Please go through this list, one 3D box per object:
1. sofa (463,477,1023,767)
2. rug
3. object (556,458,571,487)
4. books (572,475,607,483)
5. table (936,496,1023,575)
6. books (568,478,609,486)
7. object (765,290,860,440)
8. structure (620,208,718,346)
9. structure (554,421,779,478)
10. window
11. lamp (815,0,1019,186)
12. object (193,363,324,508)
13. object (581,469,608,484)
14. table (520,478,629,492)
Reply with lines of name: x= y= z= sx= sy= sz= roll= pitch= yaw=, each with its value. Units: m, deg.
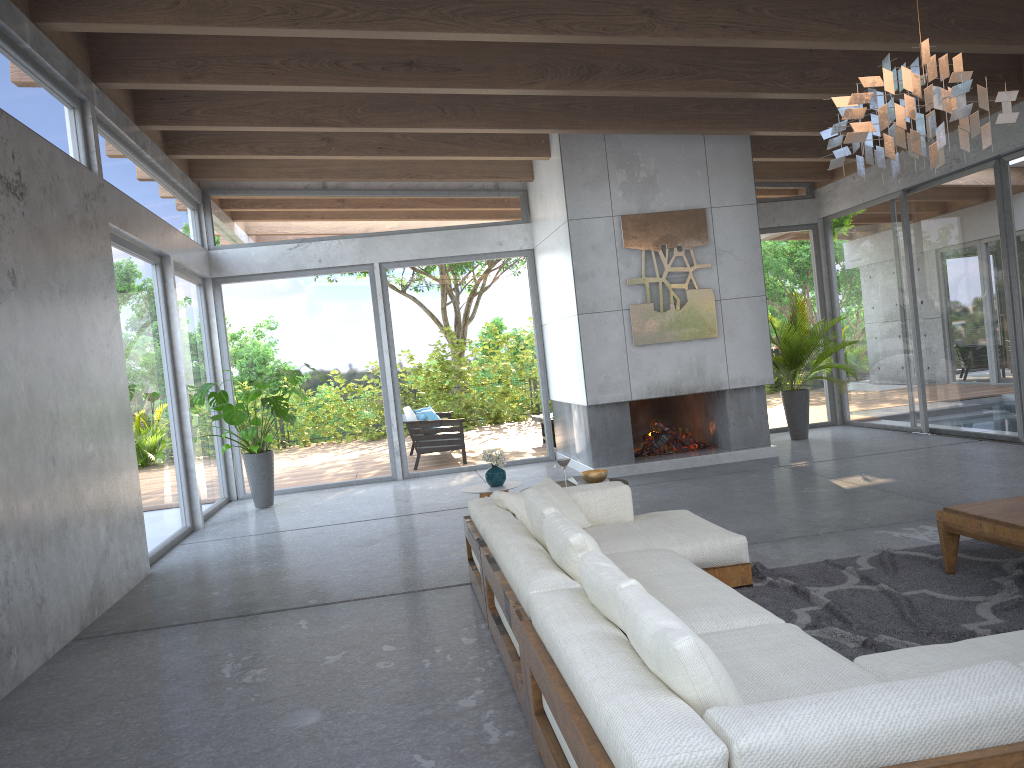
sofa: x=0.940 y=0.822 z=3.685 sx=1.965 sy=0.777 sz=3.733 roll=-6 pitch=2 yaw=-8
rug: x=2.215 y=0.953 z=4.016 sx=3.186 sy=0.056 sz=2.187 roll=-6 pitch=2 yaw=-7
object: x=0.340 y=0.589 z=5.689 sx=0.099 sy=0.212 sz=0.099 roll=-5 pitch=2 yaw=23
books: x=0.529 y=0.645 z=6.070 sx=0.205 sy=0.012 sz=0.290 roll=-6 pitch=2 yaw=-3
table: x=2.761 y=0.748 z=4.034 sx=1.048 sy=0.352 sz=1.112 roll=-6 pitch=2 yaw=-8
books: x=0.523 y=0.659 z=6.071 sx=0.220 sy=0.015 sz=0.303 roll=-6 pitch=2 yaw=-8
object: x=3.384 y=-0.241 z=10.690 sx=1.484 sy=1.819 sz=1.798 roll=-6 pitch=2 yaw=-1
structure: x=1.634 y=-1.111 z=9.201 sx=0.919 sy=1.351 sz=0.041 roll=-6 pitch=2 yaw=-8
structure: x=1.660 y=0.579 z=10.359 sx=2.012 sy=0.595 sz=2.203 roll=-6 pitch=2 yaw=-8
window: x=2.519 y=-0.920 z=3.690 sx=14.294 sy=3.764 sz=23.280 roll=-6 pitch=2 yaw=-8
lamp: x=1.554 y=-1.553 z=3.734 sx=0.862 sy=1.400 sz=0.636 roll=-5 pitch=2 yaw=39
object: x=-2.867 y=0.582 z=9.831 sx=1.416 sy=1.540 sz=1.731 roll=-6 pitch=2 yaw=11
object: x=0.546 y=0.622 z=5.831 sx=0.173 sy=0.097 sz=0.173 roll=-7 pitch=2 yaw=-29
table: x=0.432 y=0.903 z=5.885 sx=0.725 sy=0.441 sz=0.725 roll=-5 pitch=2 yaw=44
